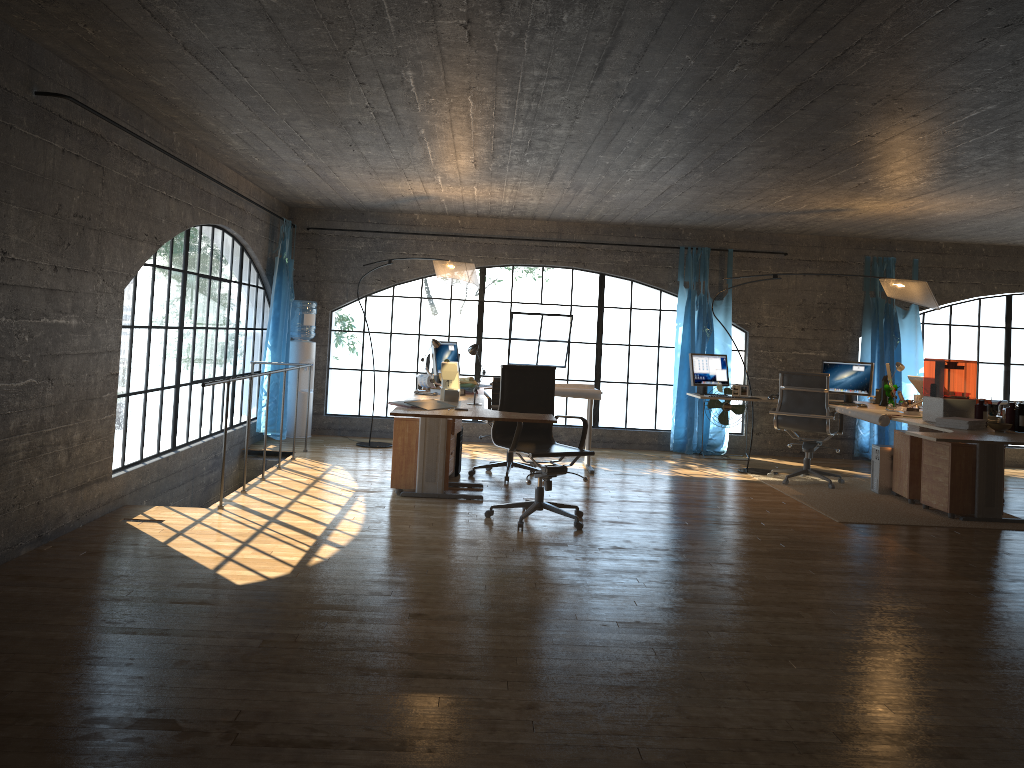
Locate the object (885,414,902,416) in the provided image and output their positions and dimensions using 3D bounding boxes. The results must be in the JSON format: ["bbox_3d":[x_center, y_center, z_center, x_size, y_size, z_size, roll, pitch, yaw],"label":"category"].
[{"bbox_3d":[2.958,0.242,6.850,0.125,0.009,0.012,4,1,11],"label":"object"}]

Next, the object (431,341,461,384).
[{"bbox_3d":[-0.611,-0.198,8.122,0.286,0.391,0.469,3,1,23],"label":"object"}]

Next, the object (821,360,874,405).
[{"bbox_3d":[3.103,-0.017,8.197,0.471,0.392,0.285,4,0,38],"label":"object"}]

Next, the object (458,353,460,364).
[{"bbox_3d":[-0.534,-0.153,8.384,0.085,0.278,0.084,3,-2,0],"label":"object"}]

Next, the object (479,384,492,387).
[{"bbox_3d":[-0.345,0.016,7.916,0.187,0.011,0.489,4,3,23],"label":"object"}]

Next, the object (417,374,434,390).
[{"bbox_3d":[-0.691,-0.014,7.084,0.133,0.129,0.039,3,-2,-6],"label":"object"}]

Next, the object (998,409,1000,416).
[{"bbox_3d":[3.509,0.207,6.357,0.017,0.050,0.025,3,-1,8],"label":"object"}]

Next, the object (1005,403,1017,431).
[{"bbox_3d":[3.391,0.221,5.985,0.079,0.187,0.079,2,-2,16],"label":"object"}]

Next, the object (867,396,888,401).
[{"bbox_3d":[3.484,0.133,8.410,0.144,0.032,0.152,3,3,3],"label":"object"}]

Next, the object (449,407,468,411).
[{"bbox_3d":[-0.318,0.156,5.436,0.142,0.013,0.128,3,3,1],"label":"object"}]

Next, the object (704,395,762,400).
[{"bbox_3d":[2.045,0.121,8.185,0.490,0.011,0.187,3,3,-2],"label":"object"}]

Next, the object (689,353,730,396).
[{"bbox_3d":[1.893,-0.093,8.471,0.468,0.392,0.286,2,0,-32],"label":"object"}]

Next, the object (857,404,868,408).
[{"bbox_3d":[3.047,0.188,7.679,0.100,0.034,0.059,2,2,-27],"label":"object"}]

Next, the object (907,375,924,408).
[{"bbox_3d":[3.548,0.091,7.483,0.286,0.300,0.395,3,1,-11],"label":"object"}]

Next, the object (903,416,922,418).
[{"bbox_3d":[3.075,0.253,6.765,0.147,0.007,0.008,3,1,8],"label":"object"}]

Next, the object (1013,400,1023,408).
[{"bbox_3d":[3.474,0.213,6.024,0.098,0.215,0.094,3,-1,-4],"label":"object"}]

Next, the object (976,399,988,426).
[{"bbox_3d":[3.319,0.203,6.237,0.079,0.187,0.079,3,-2,6],"label":"object"}]

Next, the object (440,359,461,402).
[{"bbox_3d":[-0.434,-0.033,6.266,0.137,0.285,0.403,3,1,-2],"label":"object"}]

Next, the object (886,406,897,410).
[{"bbox_3d":[3.275,0.210,7.578,0.109,0.023,0.138,4,3,18],"label":"object"}]

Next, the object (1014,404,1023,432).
[{"bbox_3d":[3.405,0.227,5.903,0.079,0.187,0.079,3,-2,6],"label":"object"}]

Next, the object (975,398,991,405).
[{"bbox_3d":[3.529,0.200,6.615,0.130,0.177,0.198,3,1,22],"label":"object"}]

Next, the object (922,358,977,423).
[{"bbox_3d":[3.176,0.050,6.405,0.269,0.459,0.222,3,-1,-12],"label":"object"}]

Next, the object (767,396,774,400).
[{"bbox_3d":[2.389,0.129,8.142,0.059,0.034,0.101,3,3,8],"label":"object"}]

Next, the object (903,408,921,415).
[{"bbox_3d":[3.198,0.219,7.060,0.130,0.056,0.049,3,0,-1],"label":"object"}]

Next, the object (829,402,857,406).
[{"bbox_3d":[2.886,0.174,7.985,0.186,0.011,0.491,0,4,-37],"label":"object"}]

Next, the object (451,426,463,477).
[{"bbox_3d":[-0.674,0.558,7.532,0.480,0.413,0.199,3,-1,3],"label":"object"}]

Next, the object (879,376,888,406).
[{"bbox_3d":[3.388,0.062,8.041,0.085,0.278,0.084,1,-3,44],"label":"object"}]

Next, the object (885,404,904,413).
[{"bbox_3d":[3.169,0.200,7.300,0.053,0.064,0.159,3,2,-35],"label":"object"}]

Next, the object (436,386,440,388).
[{"bbox_3d":[-0.596,0.027,7.386,0.097,0.024,0.107,3,3,12],"label":"object"}]

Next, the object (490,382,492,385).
[{"bbox_3d":[-0.160,-0.002,8.209,0.101,0.034,0.059,5,2,33],"label":"object"}]

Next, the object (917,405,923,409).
[{"bbox_3d":[3.801,0.216,8.044,0.187,0.011,0.489,4,3,23],"label":"object"}]

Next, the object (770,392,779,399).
[{"bbox_3d":[2.559,0.101,8.368,0.279,0.081,0.411,4,3,30],"label":"object"}]

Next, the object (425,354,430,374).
[{"bbox_3d":[-0.758,-0.138,7.913,0.085,0.278,0.084,1,-3,42],"label":"object"}]

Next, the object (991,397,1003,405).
[{"bbox_3d":[3.495,0.144,6.366,0.076,0.102,0.151,3,1,28],"label":"object"}]

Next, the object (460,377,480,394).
[{"bbox_3d":[-0.385,0.007,6.969,0.255,0.130,0.252,3,2,1],"label":"object"}]

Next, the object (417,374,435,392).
[{"bbox_3d":[-0.683,-0.010,6.975,0.155,0.136,0.098,3,0,33],"label":"object"}]

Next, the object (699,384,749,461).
[{"bbox_3d":[2.325,0.392,9.705,0.490,0.805,0.580,3,0,3],"label":"object"}]

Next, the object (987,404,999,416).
[{"bbox_3d":[3.472,0.188,6.373,0.077,0.082,0.077,3,0,-23],"label":"object"}]

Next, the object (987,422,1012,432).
[{"bbox_3d":[3.219,0.289,5.826,0.146,0.055,0.147,2,3,-25],"label":"object"}]

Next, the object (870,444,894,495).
[{"bbox_3d":[3.392,0.754,7.657,0.480,0.413,0.199,3,-1,3],"label":"object"}]

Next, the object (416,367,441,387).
[{"bbox_3d":[-0.719,-0.061,7.589,0.190,0.165,0.169,3,1,-17],"label":"object"}]

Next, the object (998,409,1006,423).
[{"bbox_3d":[3.484,0.244,6.212,0.133,0.129,0.039,3,-2,-6],"label":"object"}]

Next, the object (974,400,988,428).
[{"bbox_3d":[3.268,0.206,6.151,0.079,0.187,0.079,2,-2,16],"label":"object"}]
